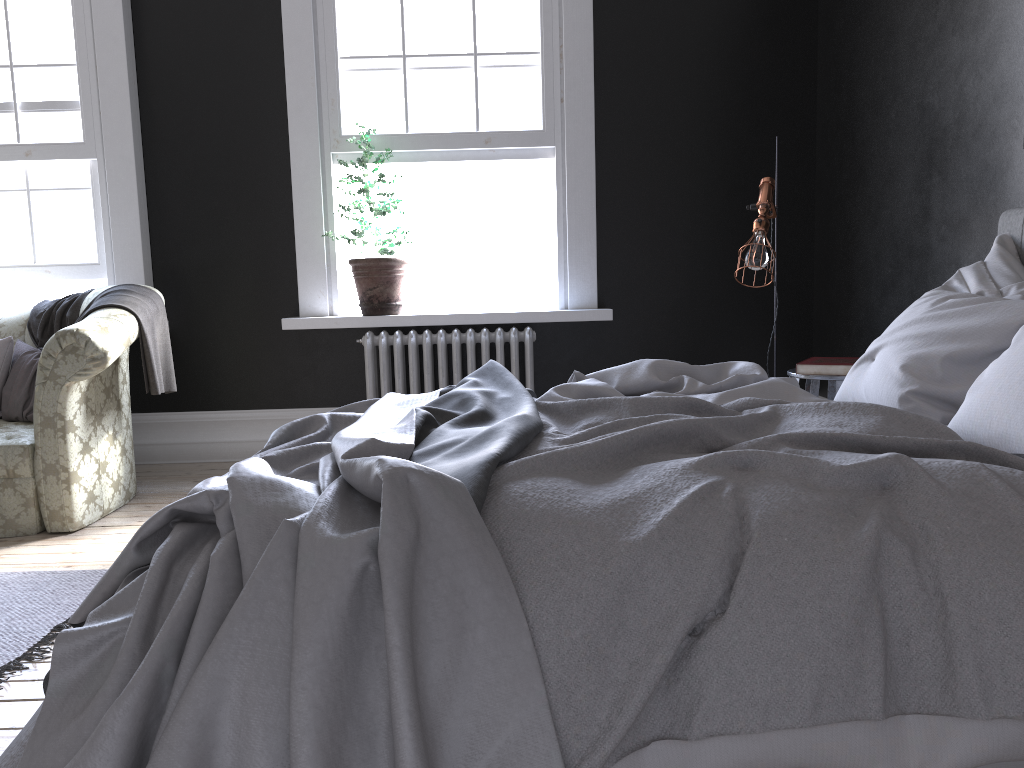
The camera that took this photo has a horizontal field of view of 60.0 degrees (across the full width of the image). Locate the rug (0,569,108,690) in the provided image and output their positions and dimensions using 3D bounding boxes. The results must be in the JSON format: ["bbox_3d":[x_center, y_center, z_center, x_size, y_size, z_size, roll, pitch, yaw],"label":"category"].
[{"bbox_3d":[-3.212,0.880,2.464,3.644,0.050,2.100,-2,6,0],"label":"rug"}]

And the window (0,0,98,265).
[{"bbox_3d":[-3.197,-1.539,5.379,1.263,1.676,0.056,-2,8,-1],"label":"window"}]

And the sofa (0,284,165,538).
[{"bbox_3d":[-3.190,0.086,4.717,2.813,1.164,1.602,-2,7,0],"label":"sofa"}]

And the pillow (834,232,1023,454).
[{"bbox_3d":[1.476,-0.081,2.498,0.680,0.761,1.825,-2,7,-1],"label":"pillow"}]

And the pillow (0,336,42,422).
[{"bbox_3d":[-2.675,-0.033,4.661,0.964,0.463,0.404,-1,7,7],"label":"pillow"}]

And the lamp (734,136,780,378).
[{"bbox_3d":[1.519,-0.399,4.810,0.437,1.783,1.715,4,9,37],"label":"lamp"}]

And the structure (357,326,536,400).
[{"bbox_3d":[-0.366,0.084,5.420,1.141,0.851,0.275,-2,7,-1],"label":"structure"}]

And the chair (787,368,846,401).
[{"bbox_3d":[1.396,0.278,3.831,0.613,0.674,0.612,5,10,43],"label":"chair"}]

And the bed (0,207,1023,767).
[{"bbox_3d":[0.369,0.130,2.568,3.282,1.301,2.759,-3,7,-12],"label":"bed"}]

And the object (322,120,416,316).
[{"bbox_3d":[-0.835,-0.982,5.338,0.474,1.137,0.504,4,9,39],"label":"object"}]

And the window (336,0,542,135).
[{"bbox_3d":[-0.434,-1.946,5.366,1.263,1.019,0.056,-2,8,-1],"label":"window"}]

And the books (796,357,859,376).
[{"bbox_3d":[1.385,-0.077,3.772,0.275,0.045,0.345,2,7,29],"label":"books"}]

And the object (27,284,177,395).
[{"bbox_3d":[-2.238,-0.239,4.790,0.516,0.586,1.365,-8,9,-41],"label":"object"}]
